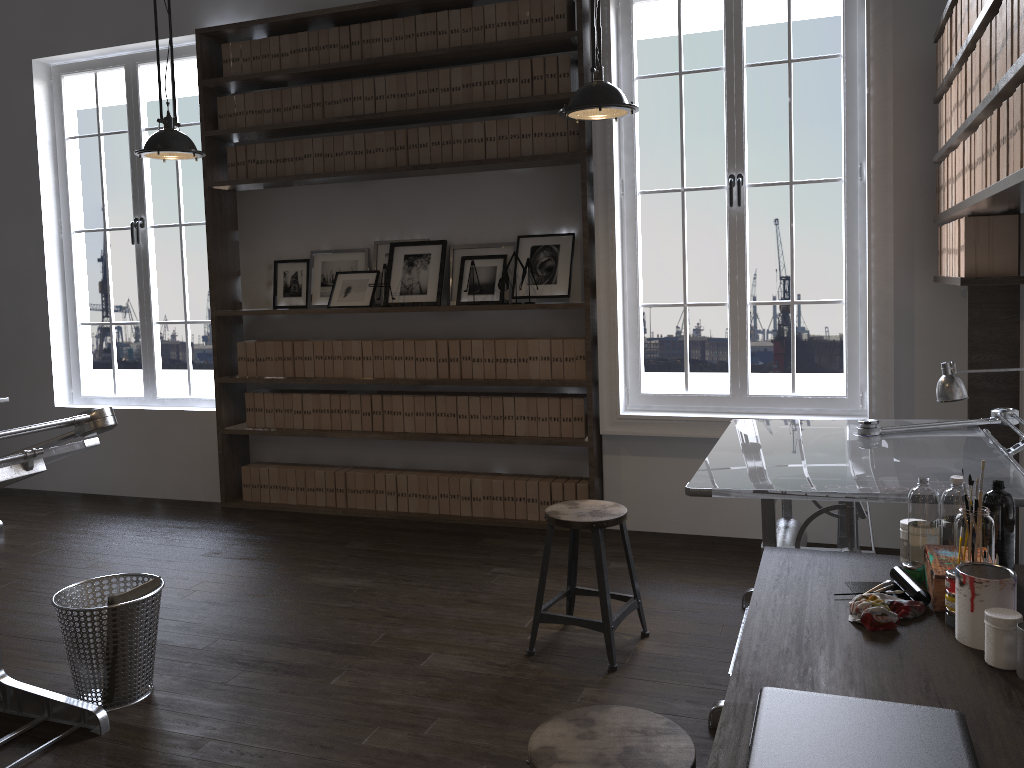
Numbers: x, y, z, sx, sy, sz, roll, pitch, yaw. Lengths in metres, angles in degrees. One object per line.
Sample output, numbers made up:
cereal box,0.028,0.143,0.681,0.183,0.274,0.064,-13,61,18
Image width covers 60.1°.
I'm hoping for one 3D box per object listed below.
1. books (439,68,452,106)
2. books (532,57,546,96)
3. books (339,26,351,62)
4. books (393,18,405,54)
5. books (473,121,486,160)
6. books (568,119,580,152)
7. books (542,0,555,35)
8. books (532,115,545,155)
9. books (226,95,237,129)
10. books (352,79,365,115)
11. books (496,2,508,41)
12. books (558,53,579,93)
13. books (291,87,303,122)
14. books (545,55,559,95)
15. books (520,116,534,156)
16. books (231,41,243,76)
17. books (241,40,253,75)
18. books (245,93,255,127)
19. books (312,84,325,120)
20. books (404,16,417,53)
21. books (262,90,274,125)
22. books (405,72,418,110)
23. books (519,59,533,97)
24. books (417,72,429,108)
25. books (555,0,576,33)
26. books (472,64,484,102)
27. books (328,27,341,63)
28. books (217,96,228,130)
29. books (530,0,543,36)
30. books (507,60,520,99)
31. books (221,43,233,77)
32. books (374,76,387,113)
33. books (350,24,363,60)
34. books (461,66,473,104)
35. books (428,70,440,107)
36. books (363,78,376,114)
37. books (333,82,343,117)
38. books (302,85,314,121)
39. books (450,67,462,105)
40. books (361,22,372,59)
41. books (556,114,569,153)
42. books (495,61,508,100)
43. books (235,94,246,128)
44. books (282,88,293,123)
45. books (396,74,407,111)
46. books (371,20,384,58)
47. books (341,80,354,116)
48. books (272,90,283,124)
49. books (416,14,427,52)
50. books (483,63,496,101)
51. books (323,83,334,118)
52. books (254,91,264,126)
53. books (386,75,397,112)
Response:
books,-0.352,-1.681,5.094,0.067,0.225,0.175,0,5,20
books,0.171,-1.675,4.901,0.067,0.225,0.175,0,5,20
books,-0.956,-2.005,5.297,0.067,0.225,0.175,0,5,20
books,-0.620,-2.001,5.174,0.067,0.225,0.175,0,5,20
books,-0.157,-1.369,5.048,0.067,0.225,0.175,0,5,20
books,0.364,-1.364,4.858,0.067,0.225,0.175,0,5,20
books,0.227,-1.992,4.861,0.067,0.225,0.175,0,5,20
books,0.175,-1.365,4.922,0.067,0.225,0.175,0,5,20
books,-1.723,-1.696,5.602,0.067,0.225,0.175,0,5,20
books,-0.877,-1.687,5.286,0.067,0.225,0.175,0,5,20
books,-0.026,-1.994,4.951,0.067,0.225,0.175,0,5,20
books,0.313,-1.674,4.852,0.067,0.225,0.175,0,5,20
books,-1.272,-1.691,5.433,0.067,0.225,0.175,0,5,20
books,0.242,-1.675,4.881,0.067,0.225,0.175,0,5,20
books,0.108,-1.366,4.951,0.067,0.225,0.175,0,5,20
books,-1.676,-2.012,5.555,0.067,0.225,0.175,0,5,20
books,-1.606,-2.011,5.533,0.067,0.225,0.175,0,5,20
books,-1.589,-1.695,5.551,0.067,0.225,0.175,0,5,20
books,-1.135,-1.690,5.382,0.067,0.225,0.175,0,5,20
books,-0.556,-2.000,5.148,0.067,0.225,0.175,0,5,20
books,-1.469,-1.693,5.504,0.067,0.225,0.175,0,5,20
books,-0.549,-1.683,5.165,0.067,0.225,0.175,0,5,20
books,0.102,-1.677,4.932,0.067,0.225,0.175,0,5,20
books,-0.482,-1.683,5.148,0.067,0.225,0.175,0,5,20
books,0.292,-1.991,4.833,0.067,0.225,0.175,0,5,20
books,-0.163,-1.679,5.023,0.067,0.225,0.175,0,5,20
books,-1.024,-2.005,5.317,0.067,0.225,0.175,0,5,20
books,-1.787,-1.697,5.628,0.067,0.225,0.175,0,5,20
books,0.160,-1.993,4.886,0.067,0.225,0.175,0,5,20
books,0.034,-1.677,4.952,0.067,0.225,0.175,0,5,20
books,-1.744,-2.012,5.580,0.067,0.225,0.175,0,5,20
books,-0.739,-1.685,5.236,0.067,0.225,0.175,0,5,20
books,-0.887,-2.003,5.266,0.067,0.225,0.175,0,5,20
books,-0.224,-1.680,5.050,0.067,0.225,0.175,0,5,20
books,-0.417,-1.682,5.122,0.067,0.225,0.175,0,5,20
books,-0.808,-1.686,5.264,0.067,0.225,0.175,0,5,20
books,-1.003,-1.688,5.336,0.067,0.225,0.175,0,5,20
books,-1.203,-1.691,5.413,0.067,0.225,0.175,0,5,20
books,-0.283,-1.680,5.071,0.067,0.225,0.175,0,5,20
books,-0.816,-2.003,5.246,0.067,0.225,0.175,0,5,20
books,0.298,-1.364,4.882,0.067,0.225,0.175,0,5,20
books,-0.031,-1.678,4.981,0.067,0.225,0.175,0,5,20
books,-1.658,-1.695,5.574,0.067,0.225,0.175,0,5,20
books,-1.337,-1.692,5.461,0.067,0.225,0.175,0,5,20
books,-0.610,-1.684,5.193,0.067,0.225,0.175,0,5,20
books,-0.756,-2.002,5.217,0.067,0.225,0.175,0,5,20
books,-0.945,-1.687,5.310,0.067,0.225,0.175,0,5,20
books,-1.403,-1.693,5.486,0.067,0.225,0.175,0,5,20
books,-0.486,-1.999,5.122,0.067,0.225,0.175,0,5,20
books,-0.098,-1.679,5.005,0.067,0.225,0.175,0,5,20
books,-1.063,-1.689,5.361,0.067,0.225,0.175,0,5,20
books,-1.530,-1.694,5.531,0.067,0.225,0.175,0,5,20
books,-0.670,-1.685,5.213,0.067,0.225,0.175,0,5,20
